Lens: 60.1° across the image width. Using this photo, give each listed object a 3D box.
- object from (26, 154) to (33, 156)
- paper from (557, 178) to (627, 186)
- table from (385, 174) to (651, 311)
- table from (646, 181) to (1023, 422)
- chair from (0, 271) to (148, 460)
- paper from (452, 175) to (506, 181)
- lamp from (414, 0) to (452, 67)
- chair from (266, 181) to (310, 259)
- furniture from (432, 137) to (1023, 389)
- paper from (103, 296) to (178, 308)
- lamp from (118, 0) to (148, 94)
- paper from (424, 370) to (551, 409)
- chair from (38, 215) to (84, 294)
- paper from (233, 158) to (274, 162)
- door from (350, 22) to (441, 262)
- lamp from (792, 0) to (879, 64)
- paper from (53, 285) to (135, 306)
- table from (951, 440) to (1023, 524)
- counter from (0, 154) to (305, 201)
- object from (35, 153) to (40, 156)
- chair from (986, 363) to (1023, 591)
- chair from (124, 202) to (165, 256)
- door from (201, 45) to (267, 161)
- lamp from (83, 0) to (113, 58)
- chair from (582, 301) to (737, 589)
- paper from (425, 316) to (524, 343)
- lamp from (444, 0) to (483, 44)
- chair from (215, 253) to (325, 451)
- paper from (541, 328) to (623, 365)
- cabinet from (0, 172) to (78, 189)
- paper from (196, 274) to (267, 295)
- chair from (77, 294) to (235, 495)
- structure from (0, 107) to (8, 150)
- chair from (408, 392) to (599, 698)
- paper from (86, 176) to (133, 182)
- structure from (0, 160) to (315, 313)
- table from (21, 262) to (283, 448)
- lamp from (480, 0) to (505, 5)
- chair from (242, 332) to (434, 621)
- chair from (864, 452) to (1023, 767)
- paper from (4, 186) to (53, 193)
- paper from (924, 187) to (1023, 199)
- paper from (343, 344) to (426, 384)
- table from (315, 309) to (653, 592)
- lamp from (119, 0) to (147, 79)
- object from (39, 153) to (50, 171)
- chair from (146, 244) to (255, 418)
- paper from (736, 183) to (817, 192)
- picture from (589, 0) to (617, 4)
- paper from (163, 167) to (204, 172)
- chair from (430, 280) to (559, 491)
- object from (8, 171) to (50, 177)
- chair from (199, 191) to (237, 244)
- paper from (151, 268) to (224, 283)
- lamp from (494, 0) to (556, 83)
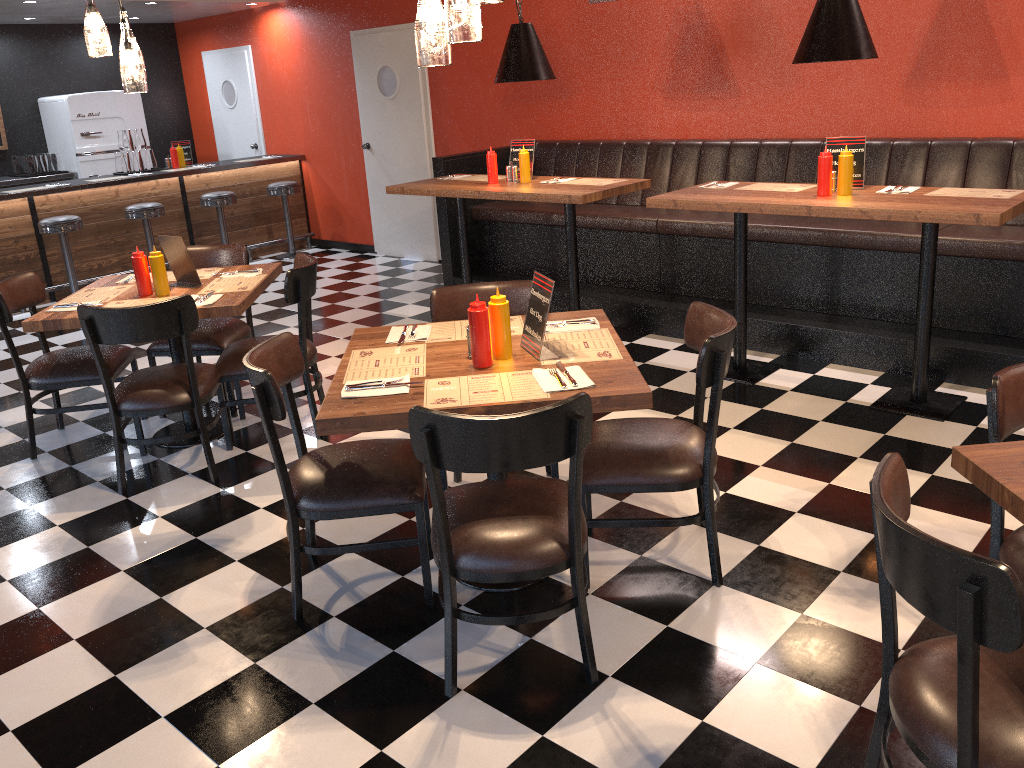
[{"bbox_3d":[-5.211,-2.376,9.582,0.105,0.206,0.107,-5,17,-2],"label":"object"},{"bbox_3d":[0.503,-1.256,5.500,0.367,0.001,0.263,15,27,43],"label":"paper"},{"bbox_3d":[0.028,-0.832,5.886,1.699,0.987,0.701,13,24,41],"label":"table"},{"bbox_3d":[1.598,-0.460,4.495,1.699,0.987,0.701,13,24,41],"label":"table"},{"bbox_3d":[-2.261,-0.122,4.515,0.545,0.856,0.492,-6,18,-7],"label":"chair"},{"bbox_3d":[-0.202,-1.426,6.135,0.367,0.001,0.263,15,27,43],"label":"paper"},{"bbox_3d":[-0.300,-1.890,2.404,0.109,1.941,0.109,-16,20,-33],"label":"lamp"},{"bbox_3d":[-2.343,-1.720,9.265,0.348,0.765,0.353,-5,17,-2],"label":"chair"},{"bbox_3d":[3.037,-0.592,4.351,8.797,1.135,1.113,13,25,41],"label":"furniture"},{"bbox_3d":[-1.706,-0.362,4.067,0.365,0.001,0.264,-5,19,-2],"label":"paper"},{"bbox_3d":[-1.807,-2.275,3.819,0.108,1.941,0.110,-4,17,0],"label":"lamp"},{"bbox_3d":[-0.080,0.013,2.654,0.365,0.001,0.264,-5,19,-3],"label":"paper"},{"bbox_3d":[-3.851,-1.066,7.693,0.348,0.765,0.353,-5,17,-2],"label":"chair"},{"bbox_3d":[-2.732,-2.370,9.367,0.367,0.001,0.263,-18,23,-34],"label":"paper"},{"bbox_3d":[-1.119,-2.285,8.522,1.031,2.152,0.163,12,23,41],"label":"door"},{"bbox_3d":[1.445,-2.479,3.865,0.382,2.019,0.386,-6,17,-5],"label":"lamp"},{"bbox_3d":[-2.045,-0.438,4.352,0.261,0.001,0.370,-5,19,-1],"label":"paper"},{"bbox_3d":[1.548,0.628,1.719,0.960,0.764,0.969,-5,18,-2],"label":"table"},{"bbox_3d":[-4.846,-1.494,7.361,0.678,0.049,7.100,13,25,40],"label":"counter"},{"bbox_3d":[-5.139,-2.419,9.690,0.105,0.206,0.107,-5,17,-2],"label":"object"},{"bbox_3d":[1.478,0.416,2.201,0.486,0.856,0.551,-6,18,-6],"label":"chair"},{"bbox_3d":[-3.348,-1.284,8.217,0.350,0.765,0.351,12,23,41],"label":"chair"},{"bbox_3d":[-3.200,-2.777,10.365,1.031,2.152,0.163,12,23,41],"label":"door"},{"bbox_3d":[-1.980,-2.448,3.837,0.109,1.941,0.109,7,21,33],"label":"lamp"},{"bbox_3d":[0.488,0.196,3.035,0.544,0.856,0.493,-2,18,7],"label":"chair"},{"bbox_3d":[-0.137,-0.206,3.294,0.365,0.001,0.264,-5,19,-3],"label":"paper"},{"bbox_3d":[-0.204,-1.928,2.316,0.108,1.941,0.110,-6,17,-4],"label":"lamp"},{"bbox_3d":[-1.202,-0.181,4.467,0.545,0.856,0.492,-6,18,-6],"label":"chair"},{"bbox_3d":[0.219,-0.130,3.004,0.261,0.001,0.370,-4,19,-1],"label":"paper"},{"bbox_3d":[-6.624,-1.082,7.970,0.678,0.986,5.329,12,25,41],"label":"cabinet"},{"bbox_3d":[-1.378,-0.494,4.376,0.261,0.001,0.370,-5,19,-2],"label":"paper"},{"bbox_3d":[-1.597,-0.003,4.036,0.486,0.856,0.551,-6,18,-7],"label":"chair"},{"bbox_3d":[-6.917,-2.386,7.705,0.201,1.132,4.581,11,24,41],"label":"structure"},{"bbox_3d":[-0.011,0.392,2.575,0.486,0.856,0.551,-5,18,-1],"label":"chair"},{"bbox_3d":[-3.774,-1.921,8.291,0.262,0.001,0.368,14,26,41],"label":"paper"},{"bbox_3d":[-4.580,-0.926,7.316,0.216,1.026,7.100,11,24,41],"label":"structure"},{"bbox_3d":[-1.687,-0.106,4.492,0.956,0.764,0.972,-5,18,-2],"label":"table"},{"bbox_3d":[-0.141,-2.075,2.387,0.108,1.941,0.110,0,18,15],"label":"lamp"},{"bbox_3d":[-0.570,0.280,3.011,0.544,0.856,0.492,-5,18,-4],"label":"chair"},{"bbox_3d":[0.978,0.612,1.740,0.544,0.856,0.493,-3,18,2],"label":"chair"},{"bbox_3d":[-4.238,-1.702,7.757,0.262,0.001,0.369,11,24,37],"label":"paper"},{"bbox_3d":[2.141,-0.885,4.099,0.367,0.001,0.263,15,27,43],"label":"paper"},{"bbox_3d":[-0.419,-0.072,2.967,0.261,0.001,0.370,-5,19,-3],"label":"paper"},{"bbox_3d":[-0.076,0.269,3.083,0.960,0.764,0.969,-5,18,-2],"label":"table"},{"bbox_3d":[-1.852,-2.366,3.914,0.108,1.941,0.109,6,20,29],"label":"lamp"},{"bbox_3d":[-5.050,-2.395,9.603,0.105,0.206,0.107,-5,17,-2],"label":"object"},{"bbox_3d":[-1.704,-0.313,4.950,0.486,0.856,0.551,-1,18,10],"label":"chair"},{"bbox_3d":[1.409,-1.048,4.716,0.367,0.001,0.263,15,27,43],"label":"paper"},{"bbox_3d":[1.210,-3.150,5.957,1.778,0.928,0.023,13,24,41],"label":"picture"},{"bbox_3d":[-3.268,-2.137,8.808,0.262,0.001,0.368,13,26,41],"label":"paper"},{"bbox_3d":[-0.063,0.063,3.531,0.486,0.856,0.551,-4,18,1],"label":"chair"},{"bbox_3d":[-5.177,-2.273,9.565,0.274,0.018,0.440,13,25,40],"label":"object"},{"bbox_3d":[-2.846,-1.502,8.741,0.351,0.765,0.350,-19,23,-39],"label":"chair"},{"bbox_3d":[-1.741,-0.573,4.680,0.365,0.001,0.264,-4,19,1],"label":"paper"},{"bbox_3d":[0.010,-2.819,5.137,0.382,2.019,0.386,-6,17,-5],"label":"lamp"}]
